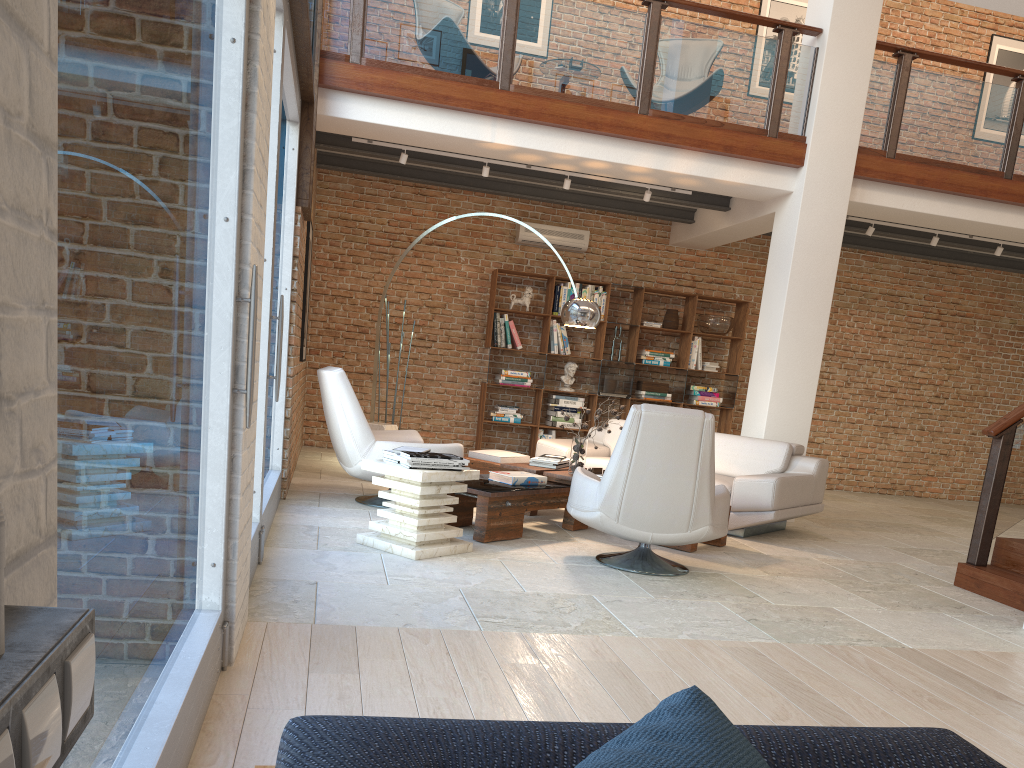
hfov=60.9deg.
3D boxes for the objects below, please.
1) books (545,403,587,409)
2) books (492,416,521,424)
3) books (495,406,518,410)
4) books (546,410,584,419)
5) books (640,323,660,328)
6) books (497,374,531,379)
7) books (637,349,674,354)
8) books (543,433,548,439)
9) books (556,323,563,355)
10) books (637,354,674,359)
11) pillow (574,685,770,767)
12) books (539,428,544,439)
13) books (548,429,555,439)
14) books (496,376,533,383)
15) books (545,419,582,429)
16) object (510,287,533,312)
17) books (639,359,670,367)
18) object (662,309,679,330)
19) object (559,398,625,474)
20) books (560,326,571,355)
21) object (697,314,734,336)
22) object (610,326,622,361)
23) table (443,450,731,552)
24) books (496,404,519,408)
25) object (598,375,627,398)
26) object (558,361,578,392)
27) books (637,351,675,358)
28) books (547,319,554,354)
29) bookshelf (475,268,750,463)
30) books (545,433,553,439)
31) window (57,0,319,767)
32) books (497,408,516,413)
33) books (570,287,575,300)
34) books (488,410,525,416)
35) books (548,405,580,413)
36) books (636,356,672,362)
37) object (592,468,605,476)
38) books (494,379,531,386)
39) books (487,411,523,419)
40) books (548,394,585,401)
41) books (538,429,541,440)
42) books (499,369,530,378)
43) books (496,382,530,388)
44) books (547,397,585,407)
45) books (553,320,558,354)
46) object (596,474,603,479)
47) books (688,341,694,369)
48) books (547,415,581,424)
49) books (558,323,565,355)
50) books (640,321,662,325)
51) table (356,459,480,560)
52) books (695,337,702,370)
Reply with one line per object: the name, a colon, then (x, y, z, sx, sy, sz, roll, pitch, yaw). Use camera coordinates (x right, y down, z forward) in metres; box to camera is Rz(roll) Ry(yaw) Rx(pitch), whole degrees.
books: (0.627, 0.257, 10.266, 0.446, 0.021, 0.266, 6, 1, -12)
books: (-0.065, 0.411, 10.168, 0.327, 0.057, 0.249, 6, 1, -2)
books: (-0.070, 0.282, 10.168, 0.237, 0.019, 0.167, 6, 1, -19)
books: (0.628, 0.358, 10.287, 0.381, 0.066, 0.238, 6, 2, -25)
books: (1.618, -0.681, 10.214, 0.206, 0.034, 0.129, 6, 2, -12)
books: (0.016, -0.085, 10.087, 0.357, 0.021, 0.266, 6, 1, -14)
books: (1.700, -0.381, 10.357, 0.357, 0.021, 0.266, 6, 1, -14)
books: (0.353, 0.751, 10.330, 0.058, 0.338, 0.247, 4, 8, -12)
books: (0.523, -0.520, 10.092, 0.125, 0.357, 0.264, 4, 8, -12)
books: (1.698, -0.324, 10.357, 0.381, 0.019, 0.238, 6, 1, -19)
pillow: (0.162, 0.549, 0.883, 0.370, 0.335, 0.562, 10, 5, 38)
books: (0.308, 0.719, 10.323, 0.036, 0.393, 0.237, 4, 9, -12)
books: (0.469, 0.734, 10.365, 0.079, 0.394, 0.237, 4, 9, -12)
books: (0.019, -0.055, 10.074, 0.381, 0.037, 0.238, 6, 1, -18)
books: (0.606, 0.477, 10.305, 0.381, 0.066, 0.238, 6, 2, -18)
object: (0.105, -0.970, 9.857, 0.252, 0.290, 0.127, 5, 9, -4)
books: (1.695, -0.249, 10.374, 0.327, 0.057, 0.249, 6, 1, -2)
object: (1.871, -0.755, 10.246, 0.190, 0.238, 0.192, 11, 9, 35)
object: (0.632, 0.389, 6.568, 0.541, 0.621, 0.309, 0, 10, -41)
books: (0.591, -0.504, 10.104, 0.158, 0.337, 0.247, 4, 8, -12)
object: (2.421, -0.694, 10.411, 0.433, 0.224, 0.432, 8, 4, 29)
object: (1.227, -0.469, 10.186, 0.122, 0.409, 0.060, 4, 11, -9)
table: (0.244, 0.833, 6.432, 2.168, 0.439, 1.965, 7, 2, 39)
books: (-0.054, 0.257, 10.145, 0.253, 0.017, 0.158, 6, 1, -12)
object: (1.171, 0.023, 10.301, 0.337, 0.238, 0.276, 5, 5, -12)
object: (0.660, -0.088, 10.202, 0.196, 0.359, 0.189, 6, 9, 4)
books: (1.704, -0.351, 10.344, 0.381, 0.037, 0.238, 6, 1, -18)
books: (0.433, -0.547, 10.082, 0.102, 0.393, 0.237, 4, 9, -12)
bookshelf: (1.173, -0.026, 10.307, 3.043, 2.256, 0.353, 5, 11, -12)
books: (0.409, 0.756, 10.336, 0.056, 0.337, 0.247, 4, 8, -12)
window: (-0.895, -2.247, 2.196, 0.649, 6.537, 12.048, 4, 4, -12)
books: (-0.066, 0.309, 10.168, 0.206, 0.034, 0.129, 6, 2, -12)
books: (0.653, -0.932, 10.040, 0.056, 0.337, 0.247, 4, 8, -12)
books: (-0.062, 0.337, 10.151, 0.381, 0.019, 0.238, 6, 1, -19)
books: (0.610, 0.294, 10.258, 0.328, 0.057, 0.249, 6, 1, -17)
books: (1.677, -0.298, 10.369, 0.381, 0.037, 0.239, 6, 1, -12)
object: (0.659, 0.661, 6.372, 0.094, 0.084, 0.112, 1, 6, -40)
books: (0.004, -0.020, 10.085, 0.381, 0.037, 0.238, 6, 1, -17)
books: (-0.082, 0.362, 10.162, 0.381, 0.037, 0.239, 6, 1, -12)
books: (0.638, 0.163, 10.262, 0.381, 0.037, 0.239, 6, 1, -12)
books: (0.276, 0.716, 10.299, 0.036, 0.393, 0.237, 4, 9, -12)
books: (0.029, -0.122, 10.079, 0.327, 0.057, 0.249, 6, 1, -10)
books: (0.008, 0.010, 10.099, 0.357, 0.021, 0.266, 6, 1, -12)
books: (0.637, 0.214, 10.277, 0.381, 0.066, 0.238, 6, 2, -18)
books: (0.474, -0.541, 10.068, 0.104, 0.393, 0.237, 4, 9, -12)
object: (0.773, 0.697, 6.377, 0.271, 0.035, 0.243, 5, 1, -40)
books: (2.086, -0.349, 10.430, 0.056, 0.337, 0.247, 4, 8, -12)
books: (0.607, 0.416, 10.311, 0.363, 0.057, 0.276, 6, 1, -10)
books: (0.542, -0.518, 10.106, 0.125, 0.357, 0.264, 4, 8, -12)
books: (1.614, -0.709, 10.215, 0.237, 0.019, 0.167, 6, 1, -19)
table: (-0.560, 0.731, 5.197, 0.486, 0.516, 0.492, 11, 8, 38)
books: (2.212, -0.364, 10.474, 0.102, 0.393, 0.237, 4, 9, -12)
